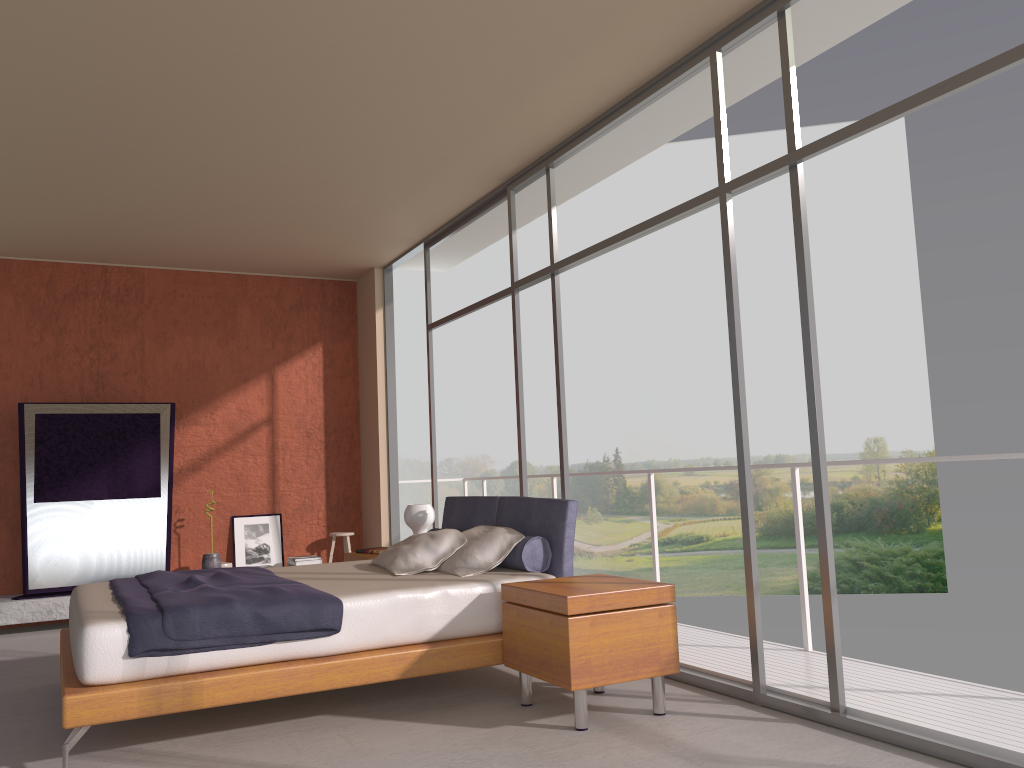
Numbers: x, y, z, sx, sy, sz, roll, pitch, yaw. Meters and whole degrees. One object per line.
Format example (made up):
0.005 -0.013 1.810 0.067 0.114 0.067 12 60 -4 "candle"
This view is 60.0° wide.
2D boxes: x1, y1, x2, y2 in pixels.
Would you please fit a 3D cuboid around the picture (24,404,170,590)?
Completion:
-3.460 0.909 7.436 1.129 1.496 0.126 1 -7 -27 "picture"

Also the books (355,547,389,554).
-0.967 1.225 6.527 0.287 0.025 0.247 -8 -8 43 "books"

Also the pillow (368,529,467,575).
-0.569 0.993 5.242 0.431 0.264 0.869 0 -6 -19 "pillow"

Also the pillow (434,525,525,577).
-0.242 0.945 5.010 0.400 0.265 0.791 0 -7 -24 "pillow"

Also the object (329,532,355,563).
-1.615 1.602 8.508 0.260 0.349 0.257 -6 -7 32 "object"

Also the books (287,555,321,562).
-1.920 1.612 8.199 0.247 0.025 0.287 1 -7 -27 "books"

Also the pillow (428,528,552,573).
-0.187 0.987 5.342 0.205 0.201 1.470 1 -7 -27 "pillow"

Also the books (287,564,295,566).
-1.915 1.675 8.187 0.247 0.027 0.328 0 -7 -25 "books"

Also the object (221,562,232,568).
-2.634 1.698 8.054 0.179 0.137 0.180 -1 -6 -15 "object"

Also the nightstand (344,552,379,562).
-0.848 1.502 6.426 0.562 0.556 0.628 1 -7 -27 "nightstand"

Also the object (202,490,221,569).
-2.673 1.344 7.887 0.165 0.810 0.165 -2 -6 -4 "object"

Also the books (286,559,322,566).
-1.916 1.643 8.191 0.247 0.038 0.319 1 -7 -30 "books"

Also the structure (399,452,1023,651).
0.980 1.001 5.222 0.728 1.005 7.689 1 -7 -27 "structure"

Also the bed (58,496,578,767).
-1.105 1.154 4.865 2.462 0.959 2.017 1 -7 -27 "bed"

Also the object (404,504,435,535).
-0.662 1.036 6.375 0.224 0.338 0.224 -1 -6 -16 "object"

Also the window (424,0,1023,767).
0.670 -0.003 4.970 0.075 3.133 6.106 1 -7 -27 "window"

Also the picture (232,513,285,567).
-2.381 1.505 8.324 0.458 0.550 0.117 1 -7 -27 "picture"

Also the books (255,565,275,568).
-2.281 1.670 8.030 0.247 0.018 0.328 1 -7 -30 "books"

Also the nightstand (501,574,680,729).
0.350 1.205 4.092 0.562 0.556 0.628 1 -7 -27 "nightstand"
